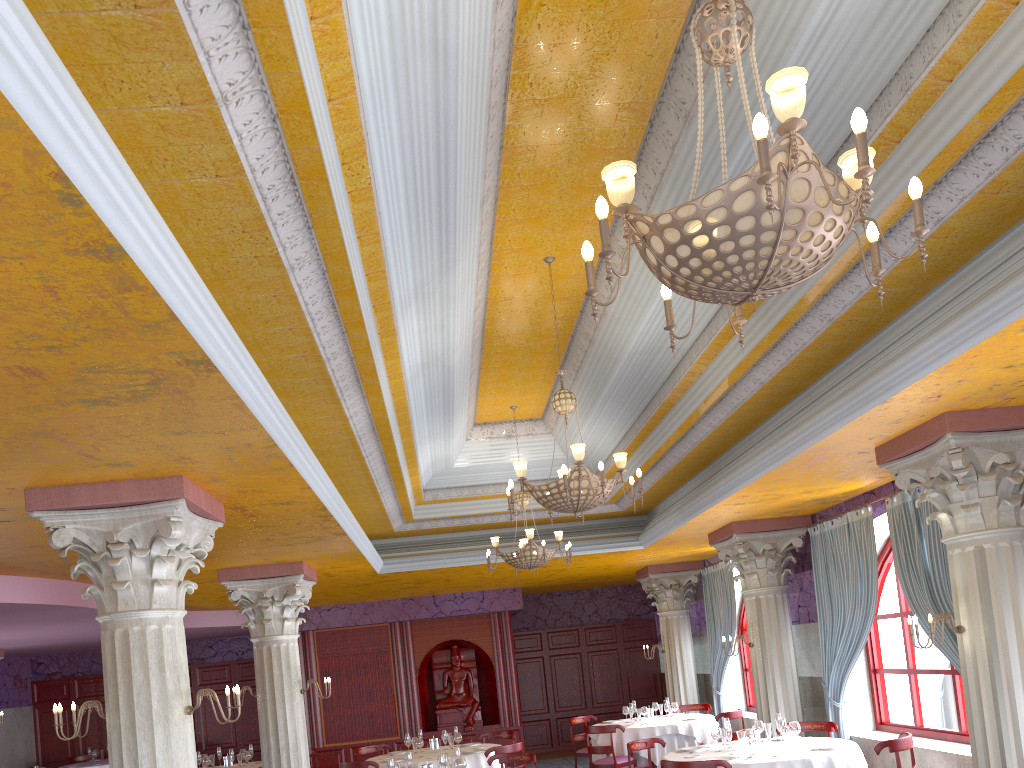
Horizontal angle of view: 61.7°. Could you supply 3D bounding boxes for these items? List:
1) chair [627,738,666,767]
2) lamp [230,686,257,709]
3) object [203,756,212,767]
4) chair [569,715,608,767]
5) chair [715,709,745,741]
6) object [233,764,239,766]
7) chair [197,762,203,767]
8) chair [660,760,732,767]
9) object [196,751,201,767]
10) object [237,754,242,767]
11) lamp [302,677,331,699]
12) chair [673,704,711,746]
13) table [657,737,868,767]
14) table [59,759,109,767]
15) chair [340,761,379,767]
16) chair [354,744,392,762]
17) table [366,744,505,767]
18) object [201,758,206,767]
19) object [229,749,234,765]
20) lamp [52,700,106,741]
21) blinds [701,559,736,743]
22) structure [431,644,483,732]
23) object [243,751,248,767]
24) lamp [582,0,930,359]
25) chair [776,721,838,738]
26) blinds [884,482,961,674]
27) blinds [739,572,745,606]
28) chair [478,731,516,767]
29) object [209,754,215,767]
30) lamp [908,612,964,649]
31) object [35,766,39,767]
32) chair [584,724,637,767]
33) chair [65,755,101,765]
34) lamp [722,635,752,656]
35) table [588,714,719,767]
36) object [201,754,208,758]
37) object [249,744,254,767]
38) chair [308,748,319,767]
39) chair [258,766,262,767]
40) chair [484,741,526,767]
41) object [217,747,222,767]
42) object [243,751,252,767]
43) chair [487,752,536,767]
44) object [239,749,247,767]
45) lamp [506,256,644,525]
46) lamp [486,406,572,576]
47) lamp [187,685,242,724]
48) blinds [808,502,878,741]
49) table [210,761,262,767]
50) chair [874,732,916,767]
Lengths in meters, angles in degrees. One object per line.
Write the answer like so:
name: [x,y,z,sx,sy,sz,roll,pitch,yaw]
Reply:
chair: [1.708,4.624,9.797,0.663,1.063,0.752,-12,-10,39]
lamp: [-3.450,4.003,10.965,0.380,0.266,0.356,-2,-13,-17]
object: [-4.446,5.571,12.506,0.123,0.258,0.125,-7,-6,8]
chair: [1.369,6.198,14.562,0.663,1.063,0.752,-12,-10,39]
chair: [3.211,5.494,12.970,0.663,1.063,0.752,-12,-10,39]
object: [-4.392,6.031,13.556,0.158,0.009,0.166,2,-19,-24]
chair: [-5.161,6.575,13.643,0.663,1.063,0.752,-12,-10,39]
chair: [1.831,4.054,8.073,0.769,1.064,0.649,-13,-10,39]
object: [-4.628,5.608,12.673,0.075,0.327,0.074,-8,-5,31]
object: [-4.017,5.588,12.655,0.087,0.232,0.087,-8,-5,20]
lamp: [-2.499,3.910,10.981,0.380,0.266,0.356,-2,-13,-17]
chair: [3.087,6.063,14.695,0.769,1.064,0.649,-13,-10,39]
table: [2.632,4.323,9.002,2.075,0.926,2.191,-5,-16,-4]
table: [-8.111,8.150,17.415,2.075,0.926,2.191,-5,-16,-4]
chair: [-1.864,5.461,11.247,0.769,1.064,0.649,-13,-10,39]
chair: [-1.987,6.030,12.972,0.663,1.063,0.752,-12,-10,39]
table: [-1.063,5.730,12.176,2.075,0.926,2.191,-5,-16,-4]
object: [-4.521,5.620,12.593,0.085,0.232,0.088,-4,-6,-25]
object: [-4.100,5.515,12.554,0.075,0.327,0.074,-8,-5,31]
lamp: [-3.115,2.448,6.256,0.380,0.266,0.356,-2,-13,-17]
blinds: [3.696,4.817,14.824,0.244,3.433,1.757,-6,-6,-5]
structure: [-1.173,6.340,17.863,0.962,1.803,0.659,-5,-5,-5]
object: [-4.076,5.757,13.160,0.088,0.232,0.085,-11,-7,42]
lamp: [0.686,-1.305,2.853,0.983,2.123,0.960,-11,-7,40]
chair: [3.427,4.489,9.930,0.769,1.064,0.649,-13,-10,39]
blinds: [4.172,2.611,8.145,0.244,3.433,1.758,-6,-6,-7]
blinds: [3.838,4.156,12.824,0.244,3.433,1.758,-6,-6,-7]
chair: [-0.268,5.896,13.105,0.769,1.064,0.649,-13,-10,39]
object: [-4.579,5.789,13.098,0.085,0.232,0.088,-4,-6,-25]
lamp: [3.337,1.943,6.755,0.380,0.266,0.356,-2,-13,-17]
object: [-7.314,6.055,13.200,0.073,0.327,0.076,-5,-4,-14]
chair: [1.492,5.628,12.837,0.769,1.064,0.649,-13,-10,39]
chair: [-9.035,8.450,18.211,0.663,1.063,0.752,-12,-10,39]
lamp: [3.001,3.499,11.464,0.380,0.266,0.356,-2,-13,-17]
table: [2.292,5.898,13.766,2.075,0.926,2.191,-5,-16,-4]
object: [-4.669,5.761,13.022,0.123,0.258,0.125,-7,-6,8]
object: [-3.979,5.674,13.085,0.075,0.327,0.074,-8,-5,31]
chair: [-3.442,6.441,13.776,0.769,1.064,0.649,-13,-10,39]
chair: [-3.319,5.871,12.051,0.663,1.063,0.752,-12,-10,39]
chair: [-0.145,5.326,11.380,0.663,1.063,0.752,-12,-10,39]
object: [-4.506,5.767,13.204,0.075,0.327,0.074,-8,-5,31]
object: [-3.930,5.591,12.732,0.122,0.258,0.126,-5,-6,-14]
chair: [-0.032,4.804,9.800,0.769,1.064,0.649,-13,-10,39]
object: [-4.153,5.781,13.249,0.123,0.258,0.125,-7,-6,8]
lamp: [0.402,0.011,6.838,0.983,2.123,0.960,-11,-7,40]
lamp: [0.123,1.307,10.759,0.983,2.123,0.960,-11,-7,40]
lamp: [-2.160,2.339,6.226,0.380,0.266,0.356,-2,-13,-17]
blinds: [4.029,3.272,10.146,0.244,3.433,1.757,-6,-6,-5]
table: [-4.238,6.275,12.848,2.075,0.926,2.191,-5,-16,-4]
chair: [3.550,3.919,8.206,0.663,1.063,0.752,-12,-10,39]
